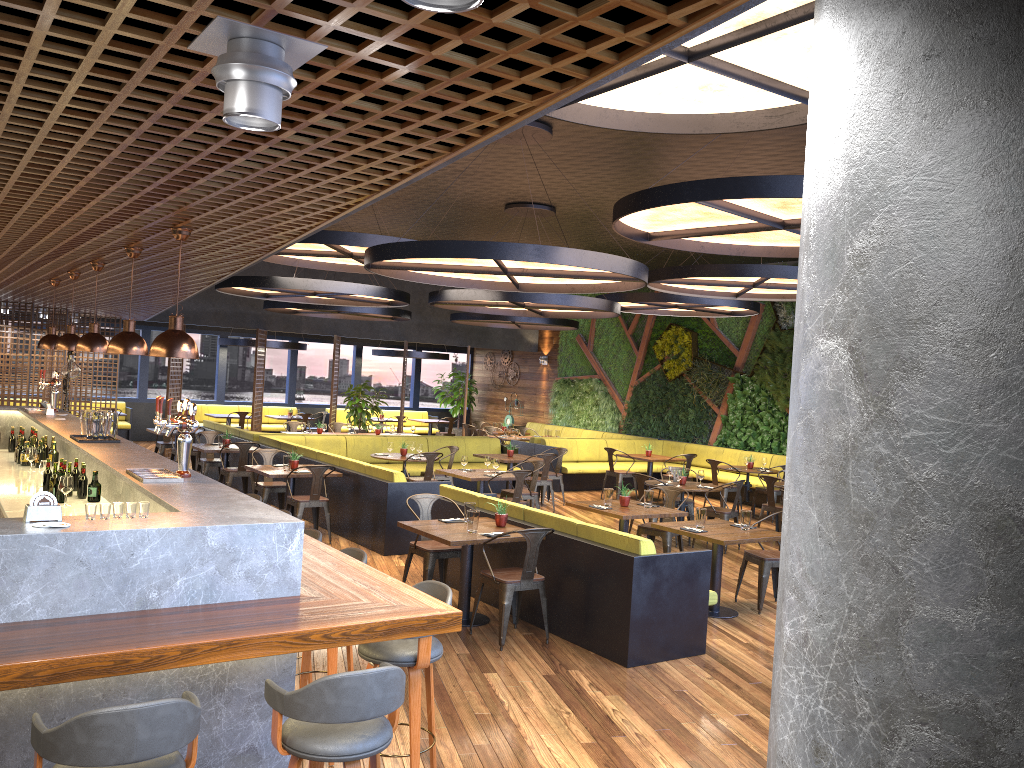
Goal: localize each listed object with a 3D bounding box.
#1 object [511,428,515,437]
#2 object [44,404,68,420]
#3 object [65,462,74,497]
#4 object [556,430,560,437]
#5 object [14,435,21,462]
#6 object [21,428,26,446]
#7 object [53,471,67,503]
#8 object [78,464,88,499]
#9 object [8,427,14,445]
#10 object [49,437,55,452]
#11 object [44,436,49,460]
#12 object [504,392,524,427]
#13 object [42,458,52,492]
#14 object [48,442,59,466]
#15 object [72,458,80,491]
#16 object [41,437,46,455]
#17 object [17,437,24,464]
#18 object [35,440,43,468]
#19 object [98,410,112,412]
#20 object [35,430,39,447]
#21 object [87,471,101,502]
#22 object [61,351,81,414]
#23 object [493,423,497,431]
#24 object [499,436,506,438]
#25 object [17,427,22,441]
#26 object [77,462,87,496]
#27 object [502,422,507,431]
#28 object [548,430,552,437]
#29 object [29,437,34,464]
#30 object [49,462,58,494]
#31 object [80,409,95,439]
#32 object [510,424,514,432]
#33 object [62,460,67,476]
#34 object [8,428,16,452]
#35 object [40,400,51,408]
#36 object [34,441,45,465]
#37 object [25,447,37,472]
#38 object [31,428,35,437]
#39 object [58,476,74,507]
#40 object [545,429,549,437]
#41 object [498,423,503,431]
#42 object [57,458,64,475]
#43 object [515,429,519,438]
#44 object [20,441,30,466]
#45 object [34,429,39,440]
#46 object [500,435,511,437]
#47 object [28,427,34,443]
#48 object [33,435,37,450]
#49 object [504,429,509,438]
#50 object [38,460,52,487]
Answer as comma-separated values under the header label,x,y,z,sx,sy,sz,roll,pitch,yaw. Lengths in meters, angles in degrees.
label,x,y,z,sx,sy,sz,roll,pitch,yaw
object,0.016,1.023,18.661,0.102,0.178,0.102,4,1,41
object,-4.220,0.258,8.310,0.200,0.106,0.766,3,1,-34
object,-3.313,0.712,6.632,0.063,0.254,0.063,3,1,-6
object,0.981,1.079,19.011,0.102,0.178,0.102,4,1,41
object,-4.682,0.613,8.418,0.063,0.254,0.063,4,1,8
object,-5.084,0.582,9.211,0.063,0.254,0.063,3,1,-42
object,-3.225,0.735,6.334,0.088,0.224,0.088,3,1,-5
object,-3.180,0.721,6.576,0.063,0.254,0.063,3,1,-27
object,-5.231,0.573,9.280,0.063,0.254,0.063,3,1,-42
object,-4.387,0.631,8.467,0.063,0.254,0.063,4,1,28
object,-4.493,0.624,8.537,0.063,0.254,0.063,3,1,-37
object,0.013,1.029,23.242,0.459,1.615,0.848,3,1,-34
object,-3.559,0.696,6.797,0.063,0.254,0.063,3,1,-37
object,-4.291,0.653,8.304,0.088,0.224,0.088,3,1,-40
object,-3.400,0.705,6.910,0.063,0.254,0.063,3,1,-32
object,-4.461,0.627,8.416,0.063,0.254,0.063,3,1,-31
object,-4.593,0.620,8.296,0.063,0.254,0.063,4,1,19
object,-4.321,0.638,8.111,0.063,0.254,0.063,4,1,44
object,-3.001,0.296,6.528,0.105,0.209,0.105,3,1,1
object,-4.875,0.597,9.073,0.063,0.254,0.063,4,1,28
object,-3.038,0.745,6.457,0.088,0.224,0.088,4,1,20
object,-5.380,0.046,10.745,0.263,0.944,0.566,3,1,-42
object,-0.393,0.983,20.353,0.102,0.178,0.102,4,1,41
object,-0.227,1.092,18.256,0.157,0.019,0.255,3,1,-35
object,-5.182,0.576,9.349,0.063,0.254,0.063,4,1,8
object,-3.238,0.716,6.683,0.063,0.254,0.063,3,1,-6
object,-0.180,0.950,20.355,0.238,0.271,0.260,3,1,-13
object,0.800,1.070,18.785,0.102,0.178,0.102,3,1,1
object,-4.534,0.623,8.356,0.063,0.254,0.063,3,1,-6
object,-3.394,0.708,6.582,0.063,0.254,0.063,3,1,-31
object,-3.092,0.291,6.458,0.105,0.209,0.105,3,1,1
object,-0.011,1.006,20.399,0.102,0.178,0.102,3,1,1
object,-3.398,0.706,6.725,0.063,0.254,0.063,3,1,-42
object,-5.166,0.578,9.168,0.063,0.254,0.063,4,1,43
object,-4.821,0.220,9.230,0.177,0.091,0.091,4,1,31
object,-4.402,0.647,8.264,0.088,0.224,0.088,3,1,-5
object,-4.262,0.668,7.857,0.097,0.206,0.097,3,1,-3
object,-5.012,0.586,9.285,0.063,0.254,0.063,4,1,28
object,-3.132,0.751,6.224,0.097,0.206,0.097,3,1,-3
object,0.753,1.064,19.164,0.102,0.178,0.102,4,1,41
object,-0.268,0.989,20.532,0.102,0.178,0.102,3,1,1
object,-3.487,0.700,6.854,0.063,0.254,0.063,4,1,28
object,0.099,1.032,18.306,0.102,0.178,0.102,3,1,1
object,-4.485,0.643,8.187,0.088,0.224,0.088,4,1,10
object,-4.932,0.592,9.177,0.063,0.254,0.063,3,1,-6
object,-0.130,1.094,18.714,0.157,0.019,0.255,3,1,-35
object,-5.095,0.581,9.406,0.063,0.254,0.063,4,1,28
object,-4.584,0.619,8.496,0.063,0.254,0.063,4,1,28
object,-0.120,1.018,18.387,0.102,0.178,0.102,4,1,41
object,-3.697,0.710,7.026,0.097,0.206,0.097,4,1,15
